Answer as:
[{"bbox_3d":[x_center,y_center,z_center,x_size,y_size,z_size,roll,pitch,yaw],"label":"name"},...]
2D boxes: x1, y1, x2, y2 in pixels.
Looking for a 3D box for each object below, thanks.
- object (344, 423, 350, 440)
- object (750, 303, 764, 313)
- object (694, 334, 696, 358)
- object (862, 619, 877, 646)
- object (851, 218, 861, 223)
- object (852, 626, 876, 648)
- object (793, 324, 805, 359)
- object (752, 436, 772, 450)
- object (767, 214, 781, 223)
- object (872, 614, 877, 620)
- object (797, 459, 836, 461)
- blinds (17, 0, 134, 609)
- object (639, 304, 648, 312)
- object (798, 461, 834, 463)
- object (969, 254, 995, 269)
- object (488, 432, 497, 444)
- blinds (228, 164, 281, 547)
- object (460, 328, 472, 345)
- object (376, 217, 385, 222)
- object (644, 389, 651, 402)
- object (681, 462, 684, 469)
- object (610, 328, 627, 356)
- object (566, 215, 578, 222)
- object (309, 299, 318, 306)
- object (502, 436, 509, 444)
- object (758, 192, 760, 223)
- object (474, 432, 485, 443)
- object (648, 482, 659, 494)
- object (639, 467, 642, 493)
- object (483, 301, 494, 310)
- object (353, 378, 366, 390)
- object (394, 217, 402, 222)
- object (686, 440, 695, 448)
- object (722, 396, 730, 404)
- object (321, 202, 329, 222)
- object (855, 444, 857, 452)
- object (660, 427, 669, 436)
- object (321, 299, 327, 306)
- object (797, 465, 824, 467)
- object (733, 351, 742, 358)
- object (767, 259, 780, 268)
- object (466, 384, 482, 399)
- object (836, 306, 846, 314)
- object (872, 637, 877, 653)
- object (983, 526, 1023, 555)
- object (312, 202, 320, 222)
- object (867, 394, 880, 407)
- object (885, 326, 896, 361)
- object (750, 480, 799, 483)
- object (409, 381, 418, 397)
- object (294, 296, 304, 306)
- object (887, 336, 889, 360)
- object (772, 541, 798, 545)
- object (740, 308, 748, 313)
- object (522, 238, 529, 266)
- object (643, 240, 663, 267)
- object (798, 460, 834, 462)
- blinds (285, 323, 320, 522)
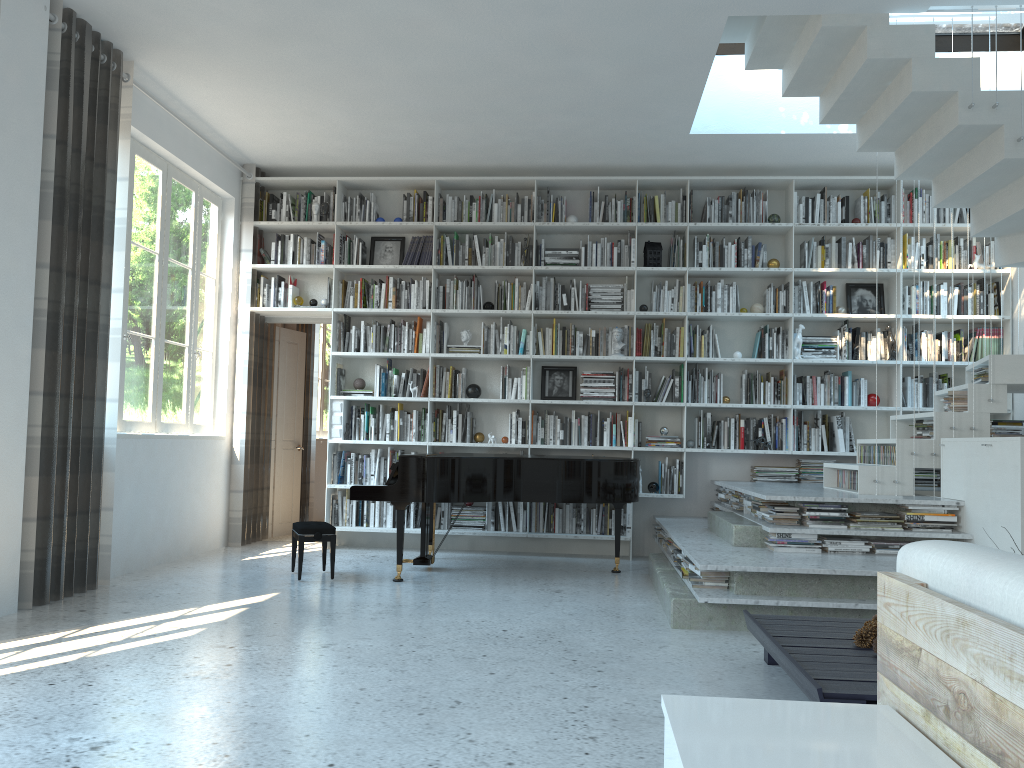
[{"bbox_3d":[-1.386,0.399,7.443,0.045,0.146,0.045,-2,-4,43],"label":"object"},{"bbox_3d":[2.030,-0.613,7.341,0.111,0.113,0.111,2,-4,-17],"label":"object"},{"bbox_3d":[1.515,-0.302,7.375,0.013,0.208,0.140,1,-3,5],"label":"object"},{"bbox_3d":[1.357,0.934,3.323,0.110,0.101,0.114,2,-4,-13],"label":"object"},{"bbox_3d":[2.804,-1.317,7.226,0.071,0.072,0.071,4,-4,-36],"label":"object"},{"bbox_3d":[1.299,0.938,3.273,0.082,0.085,0.082,0,-4,20],"label":"object"},{"bbox_3d":[2.307,-0.336,7.143,0.087,0.288,0.075,-1,-4,40],"label":"object"},{"bbox_3d":[2.007,0.476,7.118,0.160,0.114,0.064,2,-3,-8],"label":"object"},{"bbox_3d":[2.152,-1.345,7.284,0.104,0.105,0.104,4,-4,-36],"label":"object"},{"bbox_3d":[1.412,0.926,3.387,0.090,0.106,0.097,0,-4,26],"label":"object"},{"bbox_3d":[2.481,0.621,7.236,0.285,0.005,0.159,1,-4,10],"label":"object"},{"bbox_3d":[-2.480,-0.425,5.043,0.140,3.229,0.776,1,-3,5],"label":"blinds"},{"bbox_3d":[1.087,-0.622,7.327,0.071,0.072,0.071,4,-4,-36],"label":"object"},{"bbox_3d":[2.482,0.638,7.246,0.254,0.005,0.161,1,-4,5],"label":"object"},{"bbox_3d":[3.756,-0.968,7.088,0.203,0.137,0.095,0,-4,21],"label":"object"},{"bbox_3d":[-0.163,0.451,7.400,0.060,0.095,0.078,0,-4,22],"label":"object"},{"bbox_3d":[-2.244,-0.235,7.821,0.140,3.229,0.776,1,-3,5],"label":"blinds"},{"bbox_3d":[-0.393,-0.397,7.544,0.095,0.157,0.121,0,-4,19],"label":"object"},{"bbox_3d":[-1.132,-1.391,7.629,0.082,0.083,0.082,2,-4,-17],"label":"object"},{"bbox_3d":[1.104,0.094,7.225,0.054,0.113,0.079,1,-3,4],"label":"object"},{"bbox_3d":[1.394,0.768,7.243,0.011,0.260,0.142,1,-3,5],"label":"object"},{"bbox_3d":[0.872,-0.340,7.294,0.137,0.243,0.138,3,-4,-30],"label":"object"},{"bbox_3d":[0.506,-1.372,7.479,0.105,0.106,0.104,2,-4,-17],"label":"object"},{"bbox_3d":[-1.714,-0.699,7.658,0.071,0.072,0.071,2,-4,-17],"label":"object"},{"bbox_3d":[-0.057,0.470,7.413,0.061,0.062,0.061,4,-4,-36],"label":"object"},{"bbox_3d":[2.049,-1.437,7.397,0.006,0.297,0.129,1,-3,5],"label":"object"},{"bbox_3d":[-0.276,0.453,7.476,0.091,0.092,0.091,2,-4,-17],"label":"object"},{"bbox_3d":[1.151,0.844,7.225,0.094,0.094,0.093,4,-4,-36],"label":"object"},{"bbox_3d":[1.036,0.775,7.216,0.053,0.224,0.046,0,-3,17],"label":"object"},{"bbox_3d":[-0.198,-0.649,7.501,0.097,0.098,0.097,4,-4,-36],"label":"object"},{"bbox_3d":[-1.303,0.003,7.578,0.105,0.106,0.105,2,-4,-17],"label":"object"},{"bbox_3d":[-0.975,-1.388,7.616,0.082,0.083,0.082,2,-4,-17],"label":"object"},{"bbox_3d":[1.473,0.495,7.311,0.071,0.072,0.071,4,-4,-36],"label":"object"},{"bbox_3d":[1.762,0.136,7.311,0.071,0.072,0.071,4,-4,-36],"label":"object"},{"bbox_3d":[-1.595,-1.452,7.561,0.067,0.198,0.067,4,-4,-43],"label":"object"},{"bbox_3d":[2.814,0.521,7.211,0.071,0.072,0.071,4,-4,-36],"label":"object"},{"bbox_3d":[1.245,0.385,7.257,0.071,0.072,0.071,4,-4,-36],"label":"object"},{"bbox_3d":[-1.610,-0.699,7.628,0.071,0.072,0.071,2,-4,-17],"label":"object"},{"bbox_3d":[2.478,0.671,7.245,0.254,0.005,0.161,1,-4,5],"label":"object"},{"bbox_3d":[1.854,-0.232,7.289,0.071,0.072,0.071,4,-4,-36],"label":"object"},{"bbox_3d":[2.144,-0.977,7.270,0.100,0.101,0.100,2,-4,-17],"label":"object"},{"bbox_3d":[-0.324,0.065,7.491,0.134,0.135,0.133,4,-4,-36],"label":"object"},{"bbox_3d":[2.683,-0.593,7.257,0.091,0.092,0.091,4,-4,-36],"label":"object"},{"bbox_3d":[1.310,0.925,3.113,0.081,0.083,0.098,1,-4,10],"label":"object"},{"bbox_3d":[1.766,0.693,3.051,0.309,0.521,0.436,-1,-4,35],"label":"object"},{"bbox_3d":[-1.675,-1.453,7.567,0.067,0.198,0.067,4,-4,-43],"label":"object"},{"bbox_3d":[2.926,0.135,7.200,0.115,0.116,0.115,2,-4,-17],"label":"object"},{"bbox_3d":[3.037,-0.321,7.099,0.087,0.288,0.075,-1,-4,40],"label":"object"},{"bbox_3d":[2.141,0.800,7.254,0.345,0.007,0.193,1,-4,0],"label":"object"},{"bbox_3d":[-0.824,0.045,7.395,0.081,0.140,0.044,2,-3,-11],"label":"object"},{"bbox_3d":[-1.833,-0.712,7.620,0.087,0.087,0.087,4,-4,-36],"label":"object"},{"bbox_3d":[3.050,-0.276,7.234,0.022,0.211,0.179,1,-3,5],"label":"object"},{"bbox_3d":[1.614,0.916,5.115,0.204,0.004,0.140,1,-4,8],"label":"object"},{"bbox_3d":[1.913,-0.595,7.327,0.068,0.068,0.068,2,-4,-17],"label":"object"},{"bbox_3d":[0.119,-1.094,7.397,0.075,0.254,0.075,2,-3,-16],"label":"object"},{"bbox_3d":[1.171,-1.067,7.373,0.135,0.248,0.135,2,-3,-5],"label":"object"},{"bbox_3d":[2.482,0.627,7.245,0.254,0.005,0.161,1,-4,6],"label":"object"},{"bbox_3d":[-2.145,-0.154,8.993,0.140,3.229,0.776,1,-3,5],"label":"blinds"}]
